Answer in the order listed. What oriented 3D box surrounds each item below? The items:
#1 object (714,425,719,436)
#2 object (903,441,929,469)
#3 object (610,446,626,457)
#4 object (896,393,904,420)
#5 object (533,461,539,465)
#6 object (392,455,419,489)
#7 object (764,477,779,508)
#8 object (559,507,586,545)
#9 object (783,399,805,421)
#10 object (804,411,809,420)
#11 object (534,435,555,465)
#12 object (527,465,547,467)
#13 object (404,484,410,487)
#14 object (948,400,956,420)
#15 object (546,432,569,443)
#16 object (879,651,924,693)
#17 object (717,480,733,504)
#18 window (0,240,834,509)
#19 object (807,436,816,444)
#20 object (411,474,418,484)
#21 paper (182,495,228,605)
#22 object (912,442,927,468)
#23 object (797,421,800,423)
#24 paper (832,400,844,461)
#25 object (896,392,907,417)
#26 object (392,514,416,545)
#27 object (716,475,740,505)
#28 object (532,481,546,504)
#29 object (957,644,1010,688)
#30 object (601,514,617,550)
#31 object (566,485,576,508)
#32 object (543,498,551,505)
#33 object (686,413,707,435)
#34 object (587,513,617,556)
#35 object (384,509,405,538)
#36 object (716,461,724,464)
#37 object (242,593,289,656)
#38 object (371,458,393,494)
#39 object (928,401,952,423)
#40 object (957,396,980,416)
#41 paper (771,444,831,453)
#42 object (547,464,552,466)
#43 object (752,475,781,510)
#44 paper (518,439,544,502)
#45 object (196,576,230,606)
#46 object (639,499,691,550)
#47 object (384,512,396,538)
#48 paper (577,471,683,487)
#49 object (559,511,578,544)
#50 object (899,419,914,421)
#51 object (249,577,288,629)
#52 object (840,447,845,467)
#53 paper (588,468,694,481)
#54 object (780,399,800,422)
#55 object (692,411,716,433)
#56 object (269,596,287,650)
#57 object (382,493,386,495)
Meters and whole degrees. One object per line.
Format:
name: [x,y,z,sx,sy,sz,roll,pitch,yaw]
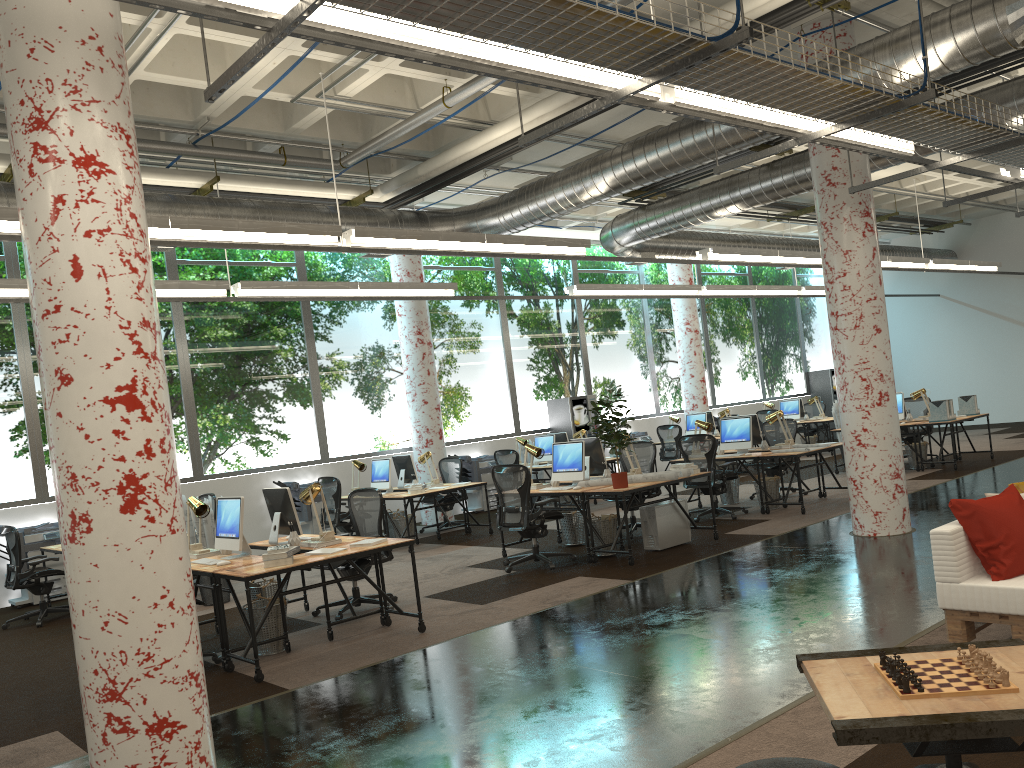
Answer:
object: [3.977,0.906,17.234,0.101,0.209,0.101,-7,0,4]
object: [6.346,1.108,13.881,0.352,0.435,0.360,-7,0,-44]
object: [1.711,1.022,14.244,0.150,0.302,0.281,-7,0,-41]
object: [6.014,0.401,14.093,0.189,0.485,0.485,-7,0,-41]
object: [0.395,1.246,14.699,0.101,0.209,0.101,-7,0,4]
object: [-1.576,1.280,12.916,0.189,0.485,0.485,-7,0,-41]
object: [3.345,1.394,11.422,0.119,0.403,0.236,-7,0,-40]
object: [0.704,1.637,10.279,0.352,0.435,0.360,-7,0,-44]
object: [6.237,0.583,19.635,0.189,0.485,0.485,-7,0,-41]
object: [6.427,0.688,19.341,0.101,0.209,0.101,-7,0,4]
object: [0.405,1.468,14.633,0.190,1.209,1.081,-8,0,-40]
object: [0.395,1.326,14.279,0.118,0.017,0.440,-5,-3,-41]
object: [-1.571,1.522,13.298,0.106,0.029,0.060,-5,-2,-40]
object: [6.522,0.404,13.376,0.150,0.302,0.281,-7,0,-41]
object: [0.781,1.070,14.943,0.189,0.485,0.485,-7,0,-41]
object: [1.013,0.741,2.316,0.056,0.053,0.249,-7,-2,9]
object: [2.965,1.474,12.316,0.119,0.403,0.236,-7,0,-40]
window: [-0.879,-0.824,15.818,26.119,3.765,0.050,-5,0,-41]
object: [6.405,1.305,18.929,0.119,0.403,0.236,-7,0,-40]
object: [-1.386,1.385,12.622,0.101,0.209,0.101,-7,0,4]
paper: [-3.200,1.712,9.314,0.442,1.199,0.411,-7,1,27]
object: [6.411,1.115,13.929,0.119,0.403,0.236,-7,0,-40]
object: [6.057,0.798,18.718,0.106,0.029,0.060,-5,-2,-40]
paper: [5.833,0.843,15.410,0.442,1.199,0.411,-7,1,27]
object: [6.243,0.393,14.635,0.189,0.485,0.485,-7,0,-41]
object: [-1.473,1.994,12.162,0.352,0.435,0.360,-7,0,-44]
object: [3.026,1.455,12.363,0.352,0.435,0.360,-7,0,-44]
object: [0.442,1.925,15.717,0.352,0.399,0.354,-7,0,-21]
object: [1.210,0.716,2.282,0.056,0.053,0.250,-7,-2,10]
object: [1.023,1.576,9.338,0.119,0.403,0.236,-7,0,-40]
object: [0.948,1.792,14.237,0.119,0.403,0.236,-7,0,-40]
object: [0.568,1.872,15.130,0.119,0.403,0.236,-7,0,-40]
object: [3.557,0.809,16.986,0.189,0.485,0.485,-7,0,-41]
object: [0.958,1.568,9.291,0.352,0.435,0.360,-7,0,-44]
object: [-1.727,2.063,13.151,0.352,0.435,0.360,-7,0,-44]
object: [3.954,1.523,16.822,0.119,0.403,0.236,-7,0,-40]
object: [-1.880,1.842,6.811,0.352,0.435,0.360,-7,0,-44]
object: [-1.806,1.287,12.374,0.189,0.485,0.485,-7,0,-41]
object: [6.410,0.414,13.280,0.150,0.302,0.281,-7,0,-41]
object: [7.173,0.346,13.936,0.150,0.302,0.281,-7,0,-41]
paper: [3.610,0.799,11.069,0.624,0.061,0.570,-5,-3,-43]
object: [0.600,1.285,14.025,0.106,0.029,0.060,-5,-2,-40]
object: [3.281,1.386,11.375,0.352,0.435,0.360,-7,0,-44]
paper: [0.370,1.519,15.718,0.442,1.199,0.411,-7,1,27]
object: [-3.127,2.118,9.314,0.353,0.399,0.353,-7,0,4]
object: [1.634,1.483,9.390,0.539,0.455,0.221,-6,0,-41]
object: [-1.789,2.082,13.104,0.119,0.403,0.236,-7,0,-40]
paper: [1.178,0.979,9.058,1.137,0.082,0.082,-8,-1,24]
object: [0.643,1.656,10.232,0.119,0.403,0.236,-7,0,-40]
object: [6.456,0.607,14.763,0.118,0.017,0.440,-5,-3,-41]
object: [-2.135,1.910,7.799,0.352,0.435,0.360,-7,0,-44]
object: [5.905,1.249,15.409,0.353,0.399,0.353,-7,0,4]
paper: [1.305,0.967,9.166,1.136,0.082,0.083,-7,-1,14]
object: [6.008,0.590,19.093,0.189,0.485,0.485,-7,0,-41]
object: [3.787,0.801,17.528,0.189,0.485,0.485,-7,0,-41]
object: [-1.816,1.850,6.858,0.119,0.403,0.236,-7,0,-40]
object: [-1.756,1.495,11.998,0.106,0.029,0.060,-5,-2,-40]
